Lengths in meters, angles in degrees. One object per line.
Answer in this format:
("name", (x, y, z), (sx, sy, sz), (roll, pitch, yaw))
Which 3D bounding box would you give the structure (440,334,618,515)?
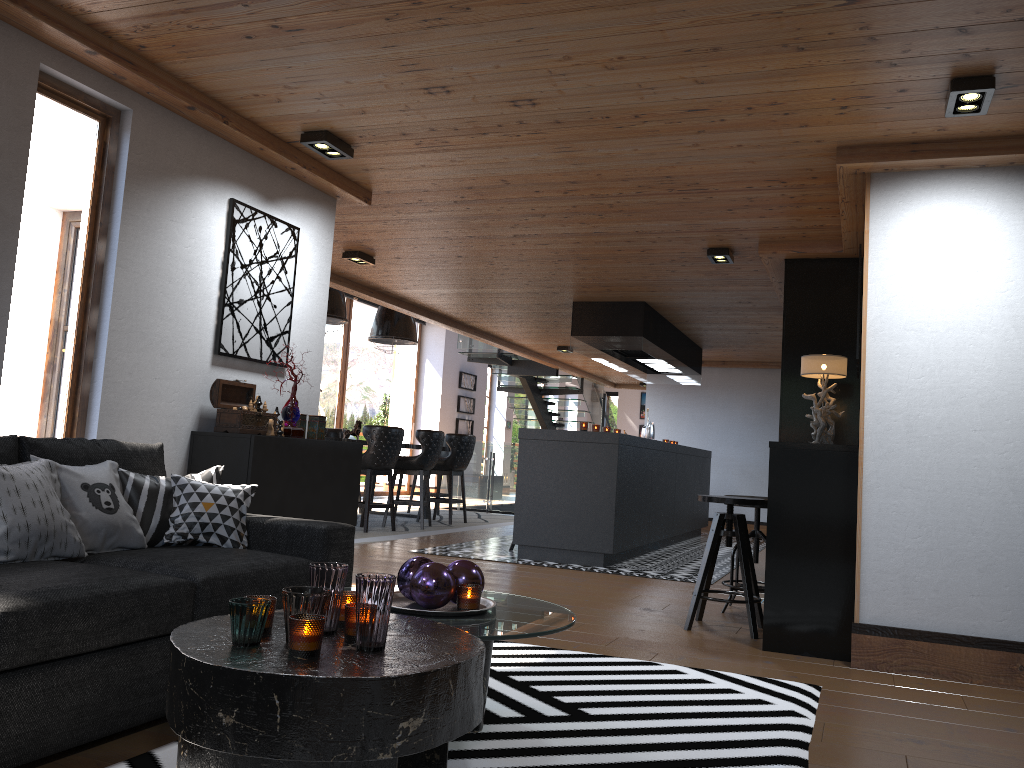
("structure", (-1.560, 1.699, 15.917), (9.138, 6.408, 11.098), (2, -5, 21))

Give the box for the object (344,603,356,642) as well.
("object", (-0.365, 0.574, 2.132), (0.078, 0.081, 0.080), (0, -7, 36))

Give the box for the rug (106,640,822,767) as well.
("rug", (-0.031, 1.051, 2.544), (1.648, 0.020, 2.919), (2, -5, 21))

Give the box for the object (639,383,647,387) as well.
("object", (2.466, 0.011, 16.439), (0.154, 0.068, 0.263), (2, -5, 21))

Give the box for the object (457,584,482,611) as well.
("object", (-0.134, 0.665, 2.745), (0.078, 0.081, 0.080), (0, -7, 36))

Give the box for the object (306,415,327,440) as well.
("object", (-1.077, 0.241, 4.882), (0.108, 0.135, 0.097), (3, -5, 11))

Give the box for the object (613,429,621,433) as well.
("object", (1.015, 0.478, 8.575), (0.080, 0.081, 0.078), (6, -6, -24))

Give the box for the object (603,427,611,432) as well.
("object", (0.881, 0.440, 8.234), (0.080, 0.081, 0.078), (6, -6, -24))

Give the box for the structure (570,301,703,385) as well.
("structure", (1.497, -0.396, 9.930), (0.705, 0.477, 3.271), (2, -5, 22))

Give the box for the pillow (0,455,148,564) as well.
("pillow", (-1.512, 0.405, 2.934), (0.282, 0.329, 0.730), (3, -5, 11))

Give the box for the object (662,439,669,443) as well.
("object", (1.854, 0.710, 10.699), (0.079, 0.081, 0.079), (5, -5, -14))

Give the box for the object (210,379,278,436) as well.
("object", (-1.305, 0.111, 4.333), (0.208, 0.271, 0.289), (2, -6, 21))

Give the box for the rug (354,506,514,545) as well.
("rug", (-1.646, 1.625, 10.538), (2.531, 0.047, 5.668), (2, -5, 21))

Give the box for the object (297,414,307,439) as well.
("object", (-1.165, 0.227, 4.782), (0.098, 0.135, 0.107), (8, -7, -37))

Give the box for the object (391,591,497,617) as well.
("object", (-0.245, 0.697, 2.813), (0.390, 0.022, 0.399), (0, -6, 40))

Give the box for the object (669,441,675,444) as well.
("object", (1.995, 0.749, 11.056), (0.079, 0.081, 0.079), (5, -5, -14))

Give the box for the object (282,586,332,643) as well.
("object", (-0.483, 0.541, 2.067), (0.113, 0.122, 0.113), (4, -5, -3))

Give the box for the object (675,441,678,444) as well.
("object", (2.065, 0.769, 11.233), (0.079, 0.081, 0.079), (5, -5, -14))

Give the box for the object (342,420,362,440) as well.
("object", (-1.870, 0.540, 10.355), (0.222, 0.254, 0.115), (5, -6, -16))

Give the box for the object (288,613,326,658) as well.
("object", (-0.453, 0.553, 1.948), (0.078, 0.081, 0.080), (0, -7, 36))

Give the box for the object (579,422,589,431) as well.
("object", (0.611, 0.366, 7.551), (0.080, 0.081, 0.078), (6, -6, -24))

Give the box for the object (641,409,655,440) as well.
("object", (1.681, 0.531, 10.918), (0.224, 0.453, 0.226), (2, -6, 21))

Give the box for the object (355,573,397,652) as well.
("object", (-0.320, 0.526, 2.044), (0.095, 0.168, 0.094), (4, -6, -8))

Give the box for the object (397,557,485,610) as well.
("object", (-0.236, 0.630, 2.804), (0.284, 0.143, 0.264), (3, -5, 5))

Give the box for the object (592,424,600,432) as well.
("object", (0.746, 0.403, 7.892), (0.080, 0.081, 0.078), (6, -6, -24))

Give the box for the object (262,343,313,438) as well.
("object", (-1.161, 0.028, 4.628), (0.150, 0.505, 0.326), (2, -6, 21))

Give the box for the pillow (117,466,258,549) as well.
("pillow", (-1.261, 0.482, 3.402), (0.539, 0.346, 0.297), (5, -6, -18))

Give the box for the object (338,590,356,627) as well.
("object", (-0.427, 0.584, 2.306), (0.078, 0.081, 0.080), (0, -7, 36))

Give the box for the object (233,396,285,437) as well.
("object", (-1.223, 0.154, 4.354), (0.200, 0.197, 0.358), (0, -6, 33))

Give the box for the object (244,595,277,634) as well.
("object", (-0.614, 0.559, 2.150), (0.078, 0.081, 0.080), (0, -7, 36))
